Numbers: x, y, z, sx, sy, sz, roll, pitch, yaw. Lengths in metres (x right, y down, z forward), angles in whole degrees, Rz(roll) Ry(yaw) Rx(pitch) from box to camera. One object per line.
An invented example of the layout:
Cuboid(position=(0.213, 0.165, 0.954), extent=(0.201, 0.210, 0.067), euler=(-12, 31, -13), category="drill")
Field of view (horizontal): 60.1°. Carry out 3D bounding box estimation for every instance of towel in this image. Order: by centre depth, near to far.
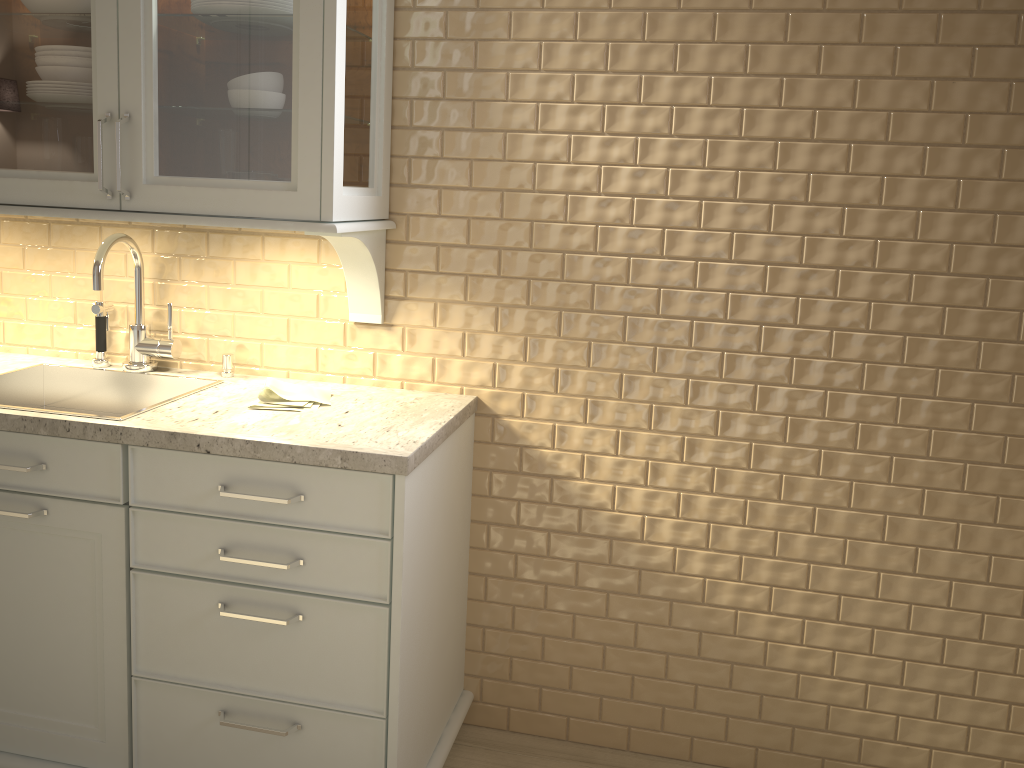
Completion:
Cuboid(position=(-0.467, 0.022, 1.902), extent=(0.164, 0.050, 0.173), euler=(2, 12, -3), category="towel")

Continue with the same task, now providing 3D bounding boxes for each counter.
Cuboid(position=(-1.204, -0.002, 2.020), extent=(2.200, 0.035, 0.528), euler=(5, 12, 11), category="counter")

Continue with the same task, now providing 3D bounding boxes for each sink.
Cuboid(position=(-0.956, 0.212, 1.953), extent=(0.485, 0.411, 0.384), euler=(5, 10, 11), category="sink")

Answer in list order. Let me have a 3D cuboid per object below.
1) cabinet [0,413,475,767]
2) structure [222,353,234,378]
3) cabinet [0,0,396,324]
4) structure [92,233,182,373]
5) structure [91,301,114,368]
Cuboid(position=(-1.203, 0.385, 2.114), extent=(2.221, 0.785, 0.644), euler=(5, 10, 11), category="cabinet")
Cuboid(position=(-0.682, -0.044, 2.122), extent=(0.029, 0.055, 0.029), euler=(-1, 10, -23), category="structure")
Cuboid(position=(-1.178, -0.725, 1.970), extent=(1.930, 1.102, 0.415), euler=(5, 9, 11), category="cabinet")
Cuboid(position=(-0.893, -0.182, 2.060), extent=(0.142, 0.333, 0.213), euler=(6, 10, 21), category="structure")
Cuboid(position=(-1.004, -0.123, 2.170), extent=(0.043, 0.160, 0.057), euler=(4, 9, 11), category="structure")
